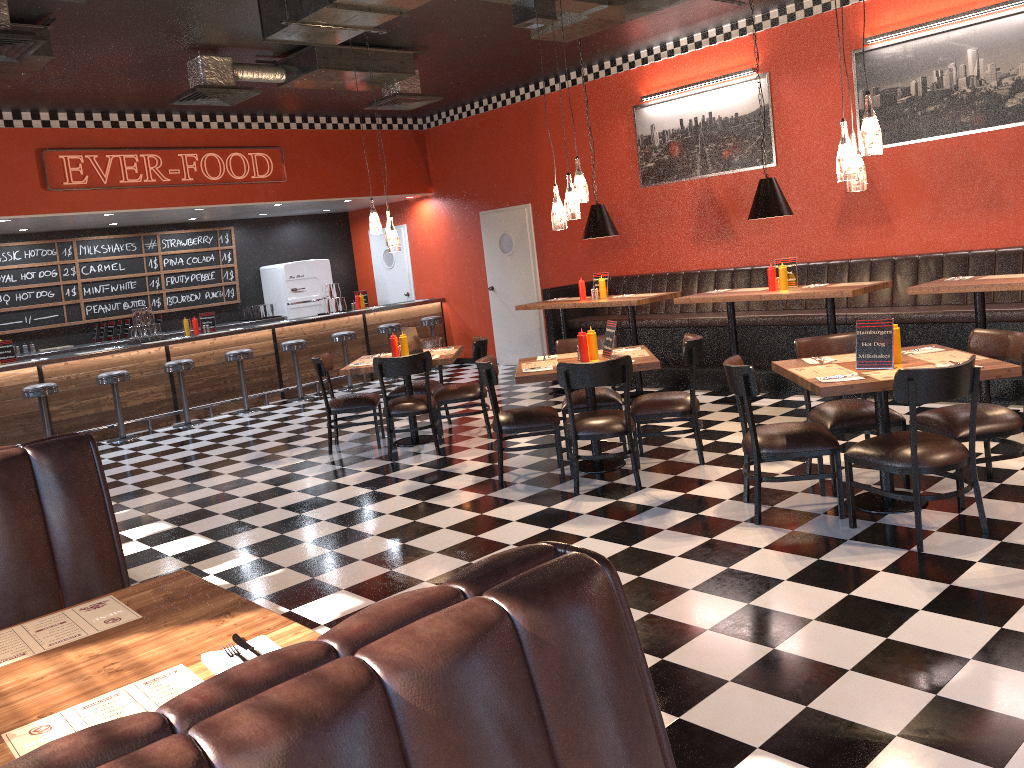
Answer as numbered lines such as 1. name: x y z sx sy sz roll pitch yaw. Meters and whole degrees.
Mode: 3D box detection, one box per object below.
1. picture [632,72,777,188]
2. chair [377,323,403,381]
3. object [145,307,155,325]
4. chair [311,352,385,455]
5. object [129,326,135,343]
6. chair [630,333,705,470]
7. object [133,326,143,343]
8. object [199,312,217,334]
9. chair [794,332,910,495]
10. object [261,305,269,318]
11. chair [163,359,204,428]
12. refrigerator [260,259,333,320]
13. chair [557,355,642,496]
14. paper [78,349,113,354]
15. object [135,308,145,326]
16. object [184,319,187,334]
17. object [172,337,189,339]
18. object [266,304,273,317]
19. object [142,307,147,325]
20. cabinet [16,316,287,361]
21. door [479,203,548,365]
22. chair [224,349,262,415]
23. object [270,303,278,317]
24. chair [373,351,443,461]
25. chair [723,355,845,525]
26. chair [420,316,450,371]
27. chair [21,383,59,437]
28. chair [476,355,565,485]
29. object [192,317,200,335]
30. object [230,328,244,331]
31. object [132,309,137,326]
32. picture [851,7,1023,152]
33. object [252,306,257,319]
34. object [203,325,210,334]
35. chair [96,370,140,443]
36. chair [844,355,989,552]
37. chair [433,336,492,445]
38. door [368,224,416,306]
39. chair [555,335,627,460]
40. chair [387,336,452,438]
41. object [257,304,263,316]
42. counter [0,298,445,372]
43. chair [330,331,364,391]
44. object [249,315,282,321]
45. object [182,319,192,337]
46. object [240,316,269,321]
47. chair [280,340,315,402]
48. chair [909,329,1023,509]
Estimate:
1. picture: 2.052 -2.717 9.644 0.023 0.935 1.770 -12 10 -42
2. chair: -1.677 -0.459 12.428 0.350 0.771 0.348 -12 8 -37
3. object: -4.435 -0.834 10.839 0.105 0.208 0.106 -6 7 3
4. chair: -1.483 0.145 8.022 0.544 0.863 0.489 -7 7 -2
5. object: -4.626 -0.598 10.830 0.105 0.208 0.106 -6 7 3
6. chair: 1.113 0.110 6.274 0.544 0.863 0.489 -5 7 12
7. object: -4.542 -0.597 10.757 0.105 0.208 0.106 -6 7 3
8. object: -3.893 -0.785 11.338 0.188 0.256 0.072 -8 6 -7
9. chair: 2.020 0.148 5.333 0.486 0.863 0.547 -7 7 -2
10. object: -3.716 -1.085 13.331 0.105 0.208 0.106 -6 7 3
11. chair: -3.867 0.103 10.421 0.348 0.771 0.350 -7 7 -2
12. refrigerator: -3.264 -1.017 13.874 0.806 1.795 0.850 -13 9 -42
13. chair: 0.575 0.239 5.838 0.486 0.863 0.547 -6 7 3
14. paper: -4.800 -0.371 10.169 0.367 0.001 0.261 -14 11 -40
15. object: -4.528 -0.812 10.769 0.105 0.208 0.106 -6 7 3
16. object: -4.107 -0.724 11.170 0.068 0.237 0.068 -10 7 -29
17. object: -4.060 -0.568 10.841 0.255 0.019 0.158 2 12 43
18. object: -3.670 -1.110 13.457 0.105 0.208 0.106 -6 7 3
19. object: -4.515 -0.836 10.918 0.105 0.208 0.106 -6 7 3
20. cabinet: -5.504 -0.055 11.953 5.311 0.994 0.675 -14 10 -42
21. door: 0.004 -1.331 12.196 0.162 2.169 1.027 -12 9 -42
22. chair: -3.319 -0.038 10.923 0.348 0.771 0.350 -6 7 3
23. object: -3.587 -1.107 13.377 0.105 0.208 0.106 -6 7 3
24. chair: -0.867 0.157 7.474 0.486 0.863 0.547 -7 7 -3
25. chair: 1.482 0.277 4.896 0.544 0.863 0.489 -6 7 7
26. chair: -1.130 -0.600 12.930 0.348 0.771 0.350 -6 7 3
27. chair: -4.961 0.383 9.418 0.348 0.771 0.350 -6 7 8
28. chair: 0.060 0.223 6.333 0.544 0.863 0.489 -7 7 0
29. object: -4.008 -0.743 11.217 0.068 0.237 0.068 -10 7 -29
30. object: -3.515 -0.702 11.305 0.158 0.019 0.255 -11 10 -26
31. object: -4.593 -0.814 10.833 0.105 0.208 0.106 -6 7 3
32. picture: 3.837 -2.628 7.697 0.023 0.935 1.770 -12 10 -42
33. object: -3.835 -1.067 13.302 0.105 0.208 0.106 -6 7 3
34. object: -3.880 -0.708 11.239 0.093 0.135 0.047 -6 6 8
35. chair: -4.414 0.243 9.920 0.348 0.771 0.350 -6 7 8
36. chair: 1.984 0.304 4.340 0.487 0.863 0.546 -9 7 -19
37. chair: -0.436 0.043 7.889 0.544 0.863 0.489 -7 7 -2
38. door: -1.895 -1.426 14.267 0.162 2.169 1.027 -12 9 -42
39. chair: 0.611 0.083 6.830 0.486 0.863 0.547 -6 7 6
40. chair: -0.890 0.014 8.428 0.486 0.863 0.548 -5 7 15
41. object: -3.884 -1.126 13.726 0.105 0.208 0.106 -6 7 3
42. counter: -3.803 -0.629 11.271 7.076 0.050 0.675 -14 12 -42
43. chair: -2.225 -0.319 11.927 0.350 0.771 0.348 -13 9 -42
44. object: -3.720 -0.993 13.364 0.439 0.018 0.273 -14 12 -42
45. object: -4.040 -0.694 11.023 0.105 0.208 0.106 -6 7 3
46. object: -3.931 -1.002 13.582 0.439 0.018 0.273 -14 12 -42
47. chair: -2.772 -0.178 11.425 0.348 0.771 0.350 -6 7 3
48. chair: 2.535 0.164 4.838 0.545 0.863 0.488 -7 7 -5
